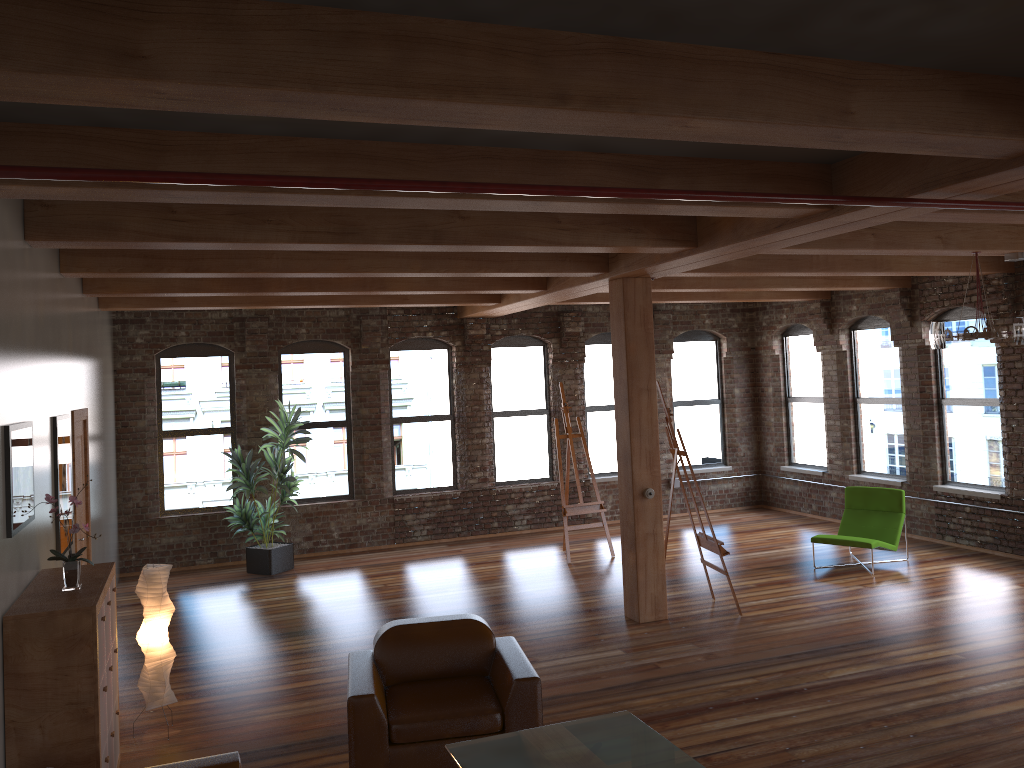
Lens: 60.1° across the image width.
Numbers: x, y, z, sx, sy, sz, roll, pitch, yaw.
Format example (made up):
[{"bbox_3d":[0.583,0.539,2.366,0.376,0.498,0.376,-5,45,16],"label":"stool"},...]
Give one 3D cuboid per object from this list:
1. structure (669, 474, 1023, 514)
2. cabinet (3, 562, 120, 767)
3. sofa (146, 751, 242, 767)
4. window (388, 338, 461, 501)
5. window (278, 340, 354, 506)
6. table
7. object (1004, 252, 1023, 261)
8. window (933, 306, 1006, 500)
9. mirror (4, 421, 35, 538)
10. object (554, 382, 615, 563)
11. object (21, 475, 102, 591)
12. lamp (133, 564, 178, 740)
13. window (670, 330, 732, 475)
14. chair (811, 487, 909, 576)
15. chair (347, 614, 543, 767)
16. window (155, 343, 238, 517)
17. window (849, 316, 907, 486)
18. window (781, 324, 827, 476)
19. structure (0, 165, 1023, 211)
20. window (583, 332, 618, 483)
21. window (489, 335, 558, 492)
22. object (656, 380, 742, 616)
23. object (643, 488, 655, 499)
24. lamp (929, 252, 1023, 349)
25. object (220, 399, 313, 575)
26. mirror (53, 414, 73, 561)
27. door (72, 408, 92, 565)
[{"bbox_3d":[6.206,1.467,7.749,1.634,0.314,13.685,-3,0,-27],"label":"structure"},{"bbox_3d":[-2.374,1.694,4.768,0.419,1.211,1.184,-2,-1,-20],"label":"cabinet"},{"bbox_3d":[-1.259,1.898,2.815,0.952,0.736,2.409,-2,0,-20],"label":"sofa"},{"bbox_3d":[-1.237,0.460,12.328,0.969,2.231,0.221,-2,-2,-20],"label":"window"},{"bbox_3d":[-2.641,0.496,11.887,0.969,2.173,0.086,-2,-2,-20],"label":"window"},{"bbox_3d":[0.462,1.905,3.333,0.940,0.561,1.868,-2,0,-20],"label":"table"},{"bbox_3d":[4.441,-1.125,7.793,0.145,0.072,0.147,-2,0,-20],"label":"object"},{"bbox_3d":[5.347,0.181,10.414,0.233,2.219,0.966,-2,-2,-20],"label":"window"},{"bbox_3d":[-2.586,0.481,4.662,0.025,0.549,0.693,-2,-1,-20],"label":"mirror"},{"bbox_3d":[0.764,1.043,10.966,0.662,2.144,0.683,-2,-2,-25],"label":"object"},{"bbox_3d":[-2.381,0.793,4.698,0.371,0.590,0.297,-2,-2,-26],"label":"object"},{"bbox_3d":[-2.318,1.735,5.817,0.261,1.116,0.270,-3,-2,25],"label":"lamp"},{"bbox_3d":[2.914,0.262,13.851,0.969,2.222,0.218,-2,-2,-20],"label":"window"},{"bbox_3d":[3.832,1.592,9.780,0.679,0.797,0.956,-4,-1,45],"label":"chair"},{"bbox_3d":[-0.422,1.843,5.212,1.064,0.736,0.829,-2,-1,-10],"label":"chair"},{"bbox_3d":[-4.042,0.561,11.374,0.969,2.173,0.086,-2,-2,-20],"label":"window"},{"bbox_3d":[4.844,0.192,11.791,0.232,2.219,0.966,-2,-2,-20],"label":"window"},{"bbox_3d":[4.333,0.203,13.192,0.232,2.219,0.966,-2,-2,-20],"label":"window"},{"bbox_3d":[0.897,-0.911,4.131,6.811,0.112,0.051,-3,-2,-20],"label":"structure"},{"bbox_3d":[1.519,0.327,13.339,0.969,2.222,0.218,-2,-2,-20],"label":"window"},{"bbox_3d":[0.138,0.396,12.832,0.969,2.231,0.221,-2,-2,-20],"label":"window"},{"bbox_3d":[1.628,1.027,8.248,0.685,2.144,0.660,-2,-2,-10],"label":"object"},{"bbox_3d":[1.230,0.978,7.903,0.095,0.096,0.061,-2,-1,-20],"label":"object"},{"bbox_3d":[3.993,-0.724,7.568,0.809,0.816,0.809,-3,-1,16],"label":"lamp"},{"bbox_3d":[-3.039,1.232,10.861,1.080,2.107,0.965,-1,-2,-42],"label":"object"},{"bbox_3d":[-3.144,0.696,6.209,0.025,0.954,0.693,-2,-1,-20],"label":"mirror"},{"bbox_3d":[-3.608,1.272,7.288,0.226,2.124,1.028,-2,-2,-20],"label":"door"}]
